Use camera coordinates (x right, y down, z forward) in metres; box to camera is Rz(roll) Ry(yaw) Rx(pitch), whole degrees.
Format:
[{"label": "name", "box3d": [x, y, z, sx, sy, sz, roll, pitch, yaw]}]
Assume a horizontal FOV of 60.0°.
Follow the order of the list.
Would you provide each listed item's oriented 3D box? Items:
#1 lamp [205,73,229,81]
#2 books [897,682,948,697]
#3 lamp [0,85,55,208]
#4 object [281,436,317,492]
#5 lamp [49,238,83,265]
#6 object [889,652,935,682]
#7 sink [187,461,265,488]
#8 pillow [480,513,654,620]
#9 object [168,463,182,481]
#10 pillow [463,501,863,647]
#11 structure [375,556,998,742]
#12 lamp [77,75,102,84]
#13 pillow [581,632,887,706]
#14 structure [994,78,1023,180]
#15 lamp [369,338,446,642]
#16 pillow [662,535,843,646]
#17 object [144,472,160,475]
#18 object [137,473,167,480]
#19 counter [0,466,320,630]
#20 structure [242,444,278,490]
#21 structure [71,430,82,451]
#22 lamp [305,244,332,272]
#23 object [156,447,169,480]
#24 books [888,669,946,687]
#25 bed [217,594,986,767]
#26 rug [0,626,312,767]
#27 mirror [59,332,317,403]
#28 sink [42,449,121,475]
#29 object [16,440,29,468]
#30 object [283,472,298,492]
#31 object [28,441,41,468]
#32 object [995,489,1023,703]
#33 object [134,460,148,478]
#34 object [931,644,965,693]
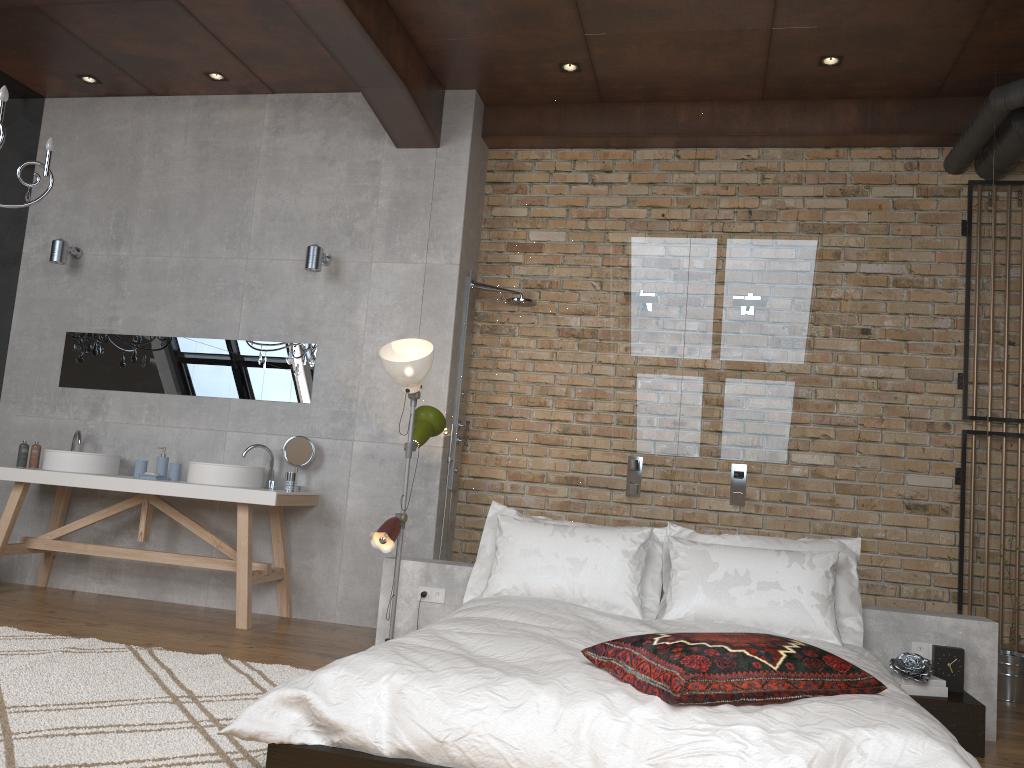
[{"label": "lamp", "box3d": [-1.904, -1.993, 5.720, 0.115, 0.027, 0.113, 3, -7, 13]}, {"label": "books", "box3d": [1.666, 1.259, 3.701, 0.203, 0.040, 0.193, 5, -7, -6]}, {"label": "lamp", "box3d": [-2.707, -1.476, 3.726, 1.409, 1.594, 1.409, 0, -8, 35]}, {"label": "object", "box3d": [-1.310, 0.485, 5.413, 0.192, 0.338, 0.118, 9, -8, -30]}, {"label": "lamp", "box3d": [-2.998, -0.880, 5.973, 0.101, 0.168, 0.243, 3, -7, 13]}, {"label": "object", "box3d": [1.647, 1.163, 3.654, 0.170, 0.094, 0.160, 2, -7, 24]}, {"label": "sink", "box3d": [-1.724, 0.548, 5.346, 0.442, 0.128, 0.445, 8, -7, -23]}, {"label": "pillow", "box3d": [0.245, 0.808, 3.959, 0.744, 0.397, 0.276, 3, -7, 13]}, {"label": "object", "box3d": [-2.096, 0.547, 5.514, 0.075, 0.108, 0.075, 0, -8, 33]}, {"label": "pillow", "box3d": [0.677, 0.859, 4.029, 1.746, 0.517, 0.358, 3, -7, 12]}, {"label": "structure", "box3d": [0.729, 1.211, 4.214, 2.820, 0.494, 0.206, 3, -7, 13]}, {"label": "lamp", "box3d": [-2.828, -2.046, 5.932, 0.115, 0.027, 0.113, 3, -7, 13]}, {"label": "pillow", "box3d": [0.634, 0.807, 2.543, 0.748, 0.157, 0.453, 8, -7, -27]}, {"label": "structure", "box3d": [2.744, 0.079, 4.503, 0.829, 3.140, 1.189, 3, -7, 13]}, {"label": "lamp", "box3d": [-0.538, 0.568, 4.319, 0.270, 1.582, 0.561, 4, -7, 10]}, {"label": "pillow", "box3d": [1.016, 0.875, 3.780, 0.748, 0.385, 0.291, 3, -7, 13]}, {"label": "object", "box3d": [-2.193, 0.553, 5.404, 0.084, 0.035, 0.067, 3, -7, 15]}, {"label": "object", "box3d": [-2.195, 0.567, 5.403, 0.147, 0.031, 0.100, 3, -7, 15]}, {"label": "counter", "box3d": [-2.249, 0.962, 5.408, 2.011, 0.765, 0.630, 3, -7, 13]}, {"label": "structure", "box3d": [-1.524, 0.505, 5.440, 0.242, 0.268, 0.141, 4, -7, 8]}, {"label": "structure", "box3d": [-2.849, 0.430, 5.745, 0.242, 0.268, 0.141, 3, -7, 18]}, {"label": "lamp", "box3d": [-1.209, -0.778, 5.562, 0.101, 0.168, 0.243, 3, -7, 13]}, {"label": "object", "box3d": [-2.188, 0.497, 5.553, 0.076, 0.201, 0.076, 4, -7, 6]}, {"label": "books", "box3d": [1.676, 1.225, 3.703, 0.184, 0.030, 0.175, 5, -7, -3]}, {"label": "bed", "box3d": [0.594, 1.090, 3.033, 2.300, 0.442, 2.169, 3, -7, 13]}, {"label": "rug", "box3d": [-2.019, 1.125, 3.369, 3.139, 0.019, 1.726, 3, -7, 13]}, {"label": "mirror", "box3d": [-2.140, -0.116, 5.785, 1.838, 0.377, 0.007, 3, -7, 13]}, {"label": "sink", "box3d": [-2.701, 0.492, 5.571, 0.445, 0.128, 0.442, 5, -7, -5]}, {"label": "object", "box3d": [-3.119, 0.446, 5.659, 0.058, 0.172, 0.058, 6, -7, -8]}, {"label": "object", "box3d": [-1.305, 0.578, 5.233, 0.073, 0.111, 0.073, 4, -7, 5]}, {"label": "object", "box3d": [-3.074, 0.457, 5.719, 0.058, 0.172, 0.058, 5, -7, -1]}, {"label": "object", "box3d": [2.730, 1.114, 4.658, 0.228, 1.117, 0.517, 7, -7, -16]}, {"label": "object", "box3d": [-2.293, 0.527, 5.481, 0.075, 0.108, 0.075, 10, -9, -41]}, {"label": "object", "box3d": [1.865, 1.217, 3.795, 0.116, 0.178, 0.067, 3, -7, 16]}]
